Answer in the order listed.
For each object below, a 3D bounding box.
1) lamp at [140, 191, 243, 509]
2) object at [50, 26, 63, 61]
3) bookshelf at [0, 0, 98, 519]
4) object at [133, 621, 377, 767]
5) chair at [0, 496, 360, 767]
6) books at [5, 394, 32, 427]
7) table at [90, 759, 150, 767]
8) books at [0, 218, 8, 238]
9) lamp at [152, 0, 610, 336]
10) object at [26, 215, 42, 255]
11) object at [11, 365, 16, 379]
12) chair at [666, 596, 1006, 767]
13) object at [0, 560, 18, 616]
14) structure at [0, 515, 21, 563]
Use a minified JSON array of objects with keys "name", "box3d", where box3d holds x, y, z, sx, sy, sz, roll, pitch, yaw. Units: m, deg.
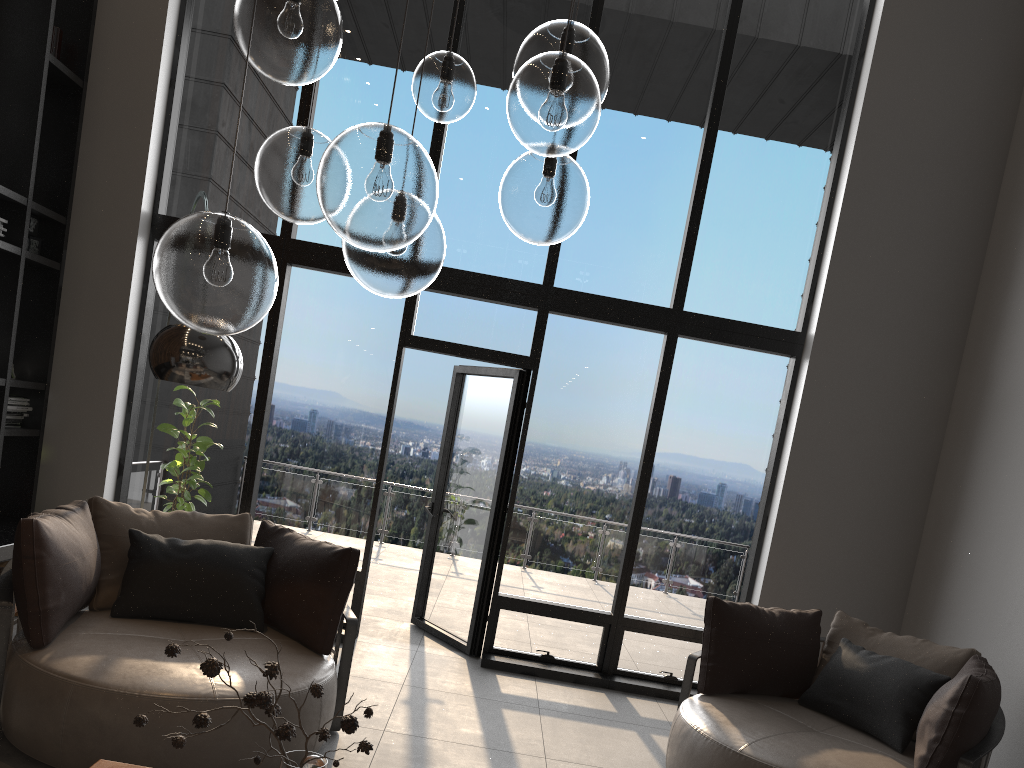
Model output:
[{"name":"lamp","box3d":[-1.548,0.320,3.952,0.323,2.359,1.998,8,3,-24]},{"name":"object","box3d":[-2.728,-1.985,5.174,0.103,0.232,0.099,9,4,-16]},{"name":"bookshelf","box3d":[-2.764,-1.839,4.623,0.338,5.376,1.439,10,5,0]},{"name":"object","box3d":[-0.643,0.891,2.142,0.548,0.610,0.311,9,4,-30]},{"name":"chair","box3d":[-1.451,1.062,3.875,1.463,0.908,1.454,10,-1,26]},{"name":"books","box3d":[-3.112,0.152,5.293,0.218,0.192,0.371,10,-2,0]},{"name":"table","box3d":[-0.539,1.396,2.197,1.453,0.358,0.893,10,-2,-1]},{"name":"books","box3d":[-2.925,-0.875,4.738,0.219,0.129,0.321,10,-2,-1]},{"name":"lamp","box3d":[0.117,-2.506,1.815,1.234,5.054,1.212,10,5,-4]},{"name":"object","box3d":[-2.880,-0.889,5.218,0.059,0.236,0.187,10,2,3]},{"name":"object","box3d":[-3.088,-0.185,5.271,0.131,0.284,0.249,9,2,-8]},{"name":"chair","box3d":[1.531,1.618,4.227,1.432,0.908,1.486,10,-1,16]},{"name":"object","box3d":[-2.944,1.066,3.585,0.435,0.393,4.022,10,-3,1]},{"name":"structure","box3d":[-3.093,0.898,2.390,0.667,0.461,6.501,10,-4,0]}]
